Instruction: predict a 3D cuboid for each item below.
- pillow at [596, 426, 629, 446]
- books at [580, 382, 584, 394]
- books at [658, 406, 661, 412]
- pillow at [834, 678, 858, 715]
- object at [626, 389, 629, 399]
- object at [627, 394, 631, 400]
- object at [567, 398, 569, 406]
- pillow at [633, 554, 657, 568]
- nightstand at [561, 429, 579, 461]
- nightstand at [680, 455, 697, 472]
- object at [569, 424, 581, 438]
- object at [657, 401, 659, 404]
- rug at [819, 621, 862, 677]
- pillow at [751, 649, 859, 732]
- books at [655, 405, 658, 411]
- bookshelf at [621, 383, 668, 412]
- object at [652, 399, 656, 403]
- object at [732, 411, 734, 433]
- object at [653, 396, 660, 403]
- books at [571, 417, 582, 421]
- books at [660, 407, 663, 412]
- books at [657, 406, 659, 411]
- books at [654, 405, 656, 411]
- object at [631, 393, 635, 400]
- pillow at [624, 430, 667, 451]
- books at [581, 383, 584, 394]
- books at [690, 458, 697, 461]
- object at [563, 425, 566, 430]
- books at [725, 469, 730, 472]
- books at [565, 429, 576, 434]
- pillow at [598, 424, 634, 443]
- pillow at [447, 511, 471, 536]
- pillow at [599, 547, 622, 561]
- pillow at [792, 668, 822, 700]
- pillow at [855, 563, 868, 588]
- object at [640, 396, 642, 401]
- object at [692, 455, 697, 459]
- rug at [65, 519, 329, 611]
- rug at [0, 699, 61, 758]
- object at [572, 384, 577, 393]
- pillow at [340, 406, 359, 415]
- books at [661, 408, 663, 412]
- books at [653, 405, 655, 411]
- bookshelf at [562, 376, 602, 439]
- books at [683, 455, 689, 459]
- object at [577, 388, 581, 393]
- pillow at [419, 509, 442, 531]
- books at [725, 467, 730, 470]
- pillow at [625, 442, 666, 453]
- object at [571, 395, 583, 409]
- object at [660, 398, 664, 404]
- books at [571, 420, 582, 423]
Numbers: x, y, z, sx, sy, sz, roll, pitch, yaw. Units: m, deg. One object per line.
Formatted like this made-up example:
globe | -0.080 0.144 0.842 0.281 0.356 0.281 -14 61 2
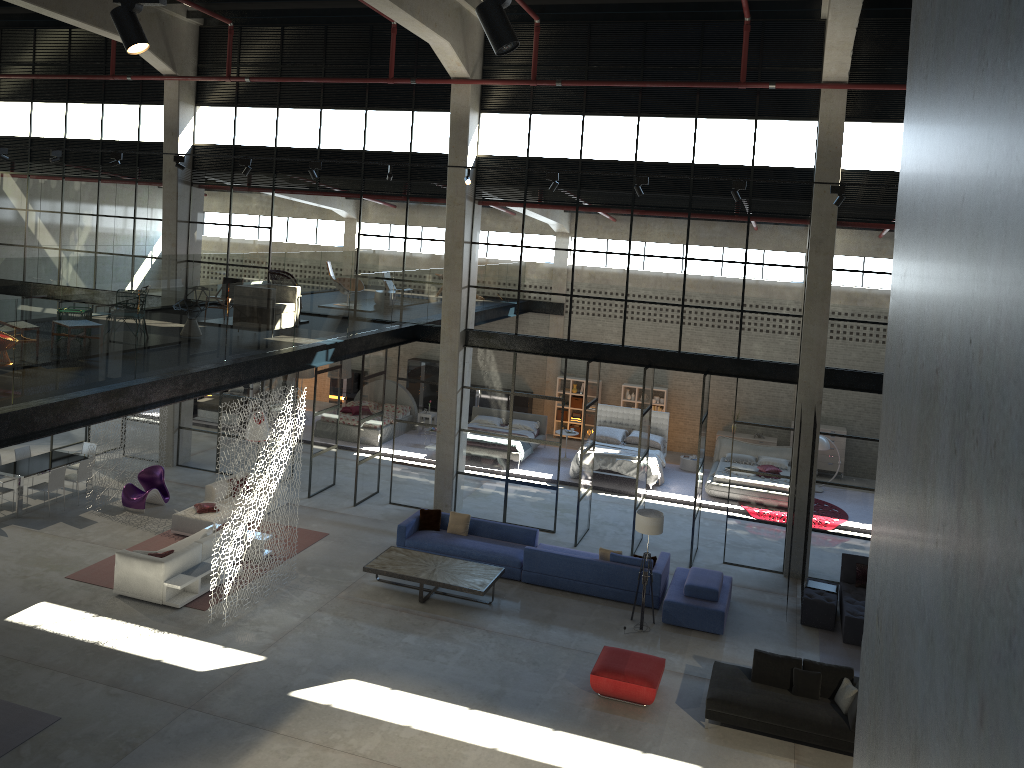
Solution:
pillow | 2.439 1.318 22.201 1.030 0.371 0.671 7 9 21
books | 2.012 0.110 24.984 0.087 0.318 0.254 5 5 18
books | 4.080 0.773 24.282 0.036 0.330 0.254 4 5 18
pillow | 4.091 3.810 10.719 0.208 0.313 0.346 3 7 -4
object | 3.242 0.285 24.594 0.094 0.260 0.095 3 3 -21
object | 3.266 0.366 24.465 0.110 0.155 0.110 6 6 29
object | 1.616 0.512 25.118 0.081 0.227 0.082 1 4 -41
pillow | 2.179 2.995 14.524 0.398 0.369 0.262 3 5 -3
nightstand | 1.391 1.587 22.521 0.600 0.695 0.609 3 6 -10
nightstand | 4.565 2.028 22.323 0.581 0.297 0.485 6 8 14
object | 1.824 1.332 25.031 0.325 0.295 0.326 6 7 18
object | 4.026 0.509 24.203 0.065 0.063 0.066 1 7 -24
rug | 6.259 4.203 12.380 3.641 0.020 2.675 7 11 18
pillow | 3.832 3.736 10.960 0.743 0.415 1.601 -4 12 -42
books | 4.010 0.757 24.306 0.056 0.339 0.254 4 5 18
bookshelf | 3.652 0.943 24.441 1.244 1.746 0.331 5 3 18
object | 3.922 0.471 24.237 0.116 0.111 0.117 6 7 20
object | 6.041 1.007 23.607 0.295 0.662 0.226 7 4 42
object | 4.012 0.428 24.351 0.174 0.168 0.177 2 7 -15
books | 1.853 0.982 25.048 0.283 0.054 0.232 7 10 18
books | 4.127 0.798 24.267 0.027 0.286 0.255 4 6 18
books | 4.053 0.773 24.291 0.020 0.317 0.254 4 5 18
books | 3.984 0.755 24.333 0.065 0.332 0.254 5 5 18
object | 3.379 0.345 24.496 0.100 0.202 0.101 0 5 -44
pillow | 3.354 1.383 22.005 0.983 0.289 0.698 7 10 20
books | 2.044 0.114 24.973 0.087 0.318 0.254 5 5 18
books | 4.668 1.886 22.254 0.229 0.046 0.303 8 11 23
object | 1.458 1.319 25.129 0.139 0.234 0.140 1 5 -35
books | 5.193 2.028 20.725 0.203 0.030 0.287 12 13 37
books | 1.505 1.217 22.557 0.228 0.042 0.305 2 10 -8
pillow | 2.625 1.281 22.461 1.056 0.320 0.493 7 8 18
pillow | -0.964 2.535 15.896 0.403 0.379 0.208 6 5 19
pillow | 1.648 2.932 14.654 0.403 0.379 0.208 6 5 19
pillow | 3.687 3.742 10.971 0.344 0.305 0.188 6 5 16
pillow | 5.899 3.195 14.500 0.415 0.342 0.237 6 5 19
object | 3.681 0.364 24.369 0.165 0.249 0.168 1 5 -27
object | 4.636 1.851 22.270 0.169 0.089 0.169 9 10 31
rug | -5.249 2.942 15.176 2.656 0.020 3.667 7 11 17
rug | -7.031 3.988 8.839 2.656 0.020 3.667 7 11 17
object | 1.785 0.138 24.934 0.154 0.246 0.155 4 5 9
pillow | -4.182 0.699 23.617 0.875 0.210 0.640 3 10 -3
books | 4.147 0.810 24.252 0.022 0.273 0.255 4 6 18
books | 3.941 0.753 24.328 0.059 0.332 0.254 5 5 18
bookshelf | 1.866 0.722 25.021 1.244 1.746 0.331 5 3 18
books | 4.449 1.860 22.379 0.135 0.020 0.195 7 11 17
object | 1.883 0.179 25.063 0.184 0.131 0.188 1 8 -18
pillow | -1.495 2.481 16.027 0.398 0.369 0.262 3 5 -3
books | 5.195 1.997 20.724 0.286 0.030 0.200 -4 13 -37
pillow | 3.377 1.467 22.079 0.963 0.328 0.722 7 10 19
object | 1.884 0.515 24.998 0.325 0.295 0.326 6 7 18
object | 4.168 0.464 24.300 0.143 0.136 0.142 8 8 35
books | 1.849 1.037 25.050 0.310 0.054 0.232 7 10 18
